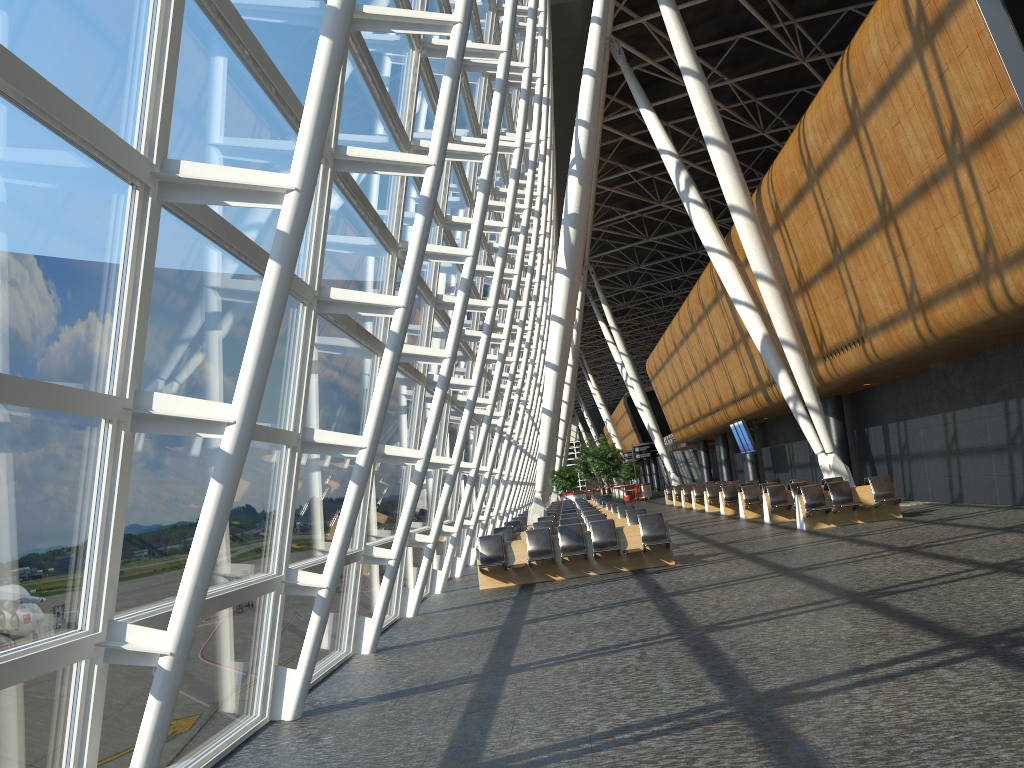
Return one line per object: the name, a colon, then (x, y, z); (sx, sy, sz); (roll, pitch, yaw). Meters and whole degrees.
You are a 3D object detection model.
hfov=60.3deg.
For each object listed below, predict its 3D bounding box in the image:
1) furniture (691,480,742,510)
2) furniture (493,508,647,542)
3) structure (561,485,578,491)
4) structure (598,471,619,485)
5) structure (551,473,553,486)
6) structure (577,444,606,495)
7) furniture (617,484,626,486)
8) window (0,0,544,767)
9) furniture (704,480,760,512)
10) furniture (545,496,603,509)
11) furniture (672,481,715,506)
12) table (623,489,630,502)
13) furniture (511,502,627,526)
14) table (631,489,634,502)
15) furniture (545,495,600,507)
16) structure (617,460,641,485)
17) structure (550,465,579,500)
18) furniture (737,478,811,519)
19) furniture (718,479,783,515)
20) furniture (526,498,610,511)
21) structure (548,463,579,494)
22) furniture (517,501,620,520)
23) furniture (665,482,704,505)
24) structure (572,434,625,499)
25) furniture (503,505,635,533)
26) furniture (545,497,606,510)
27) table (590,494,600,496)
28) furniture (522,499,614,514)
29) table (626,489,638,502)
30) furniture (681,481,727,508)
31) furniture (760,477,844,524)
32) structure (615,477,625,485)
furniture: (7.667, 4.125, 32.789); (1.898, 0.866, 1.668); (-8, -6, 3)
furniture: (1.220, 3.156, 17.919); (3.253, 0.866, 1.668); (-8, -6, 3)
structure: (3.715, 7.114, 60.553); (1.773, 2.843, 1.850); (-6, -3, -39)
structure: (7.593, 7.194, 67.983); (2.289, 3.466, 2.219); (-9, -3, 16)
structure: (3.691, 7.550, 63.878); (1.746, 2.805, 1.822); (-6, -3, -39)
structure: (6.883, 7.322, 72.558); (3.113, 4.520, 5.735); (-9, -5, 25)
furniture: (11.377, 11.105, 93.042); (1.898, 0.866, 1.668); (-8, -6, 3)
window: (3.459, 4.108, 81.685); (3.722, 13.974, 167.099); (-8, -7, 3)
furniture: (7.483, 3.779, 29.795); (1.898, 0.866, 1.668); (-8, -6, 3)
furniture: (2.510, 5.585, 38.878); (3.253, 0.866, 1.668); (-8, -6, 3)
furniture: (8.036, 4.819, 38.777); (1.898, 0.866, 1.668); (-8, -6, 3)
table: (7.384, 7.349, 57.983); (0.803, 0.748, 0.799); (-9, -4, 19)
furniture: (1.588, 3.850, 23.907); (3.253, 0.866, 1.668); (-8, -6, 3)
table: (7.653, 7.013, 55.574); (0.803, 0.748, 0.799); (-9, -4, 19)
furniture: (2.695, 5.931, 41.873); (3.253, 0.866, 1.668); (-8, -6, 3)
structure: (8.594, 6.961, 64.379); (1.723, 2.771, 1.797); (-6, -3, -39)
structure: (3.279, 6.324, 53.424); (1.723, 2.771, 1.797); (-6, -3, -39)
furniture: (7.114, 3.085, 23.806); (1.898, 0.866, 1.668); (-8, -6, 3)
furniture: (7.299, 3.432, 26.800); (1.898, 0.866, 1.668); (-8, -6, 3)
furniture: (2.142, 4.891, 32.890); (3.253, 0.866, 1.668); (-8, -6, 3)
structure: (3.355, 6.579, 56.329); (1.909, 2.960, 1.881); (-7, -3, -23)
furniture: (1.773, 4.197, 26.901); (3.253, 0.866, 1.668); (-8, -6, 3)
furniture: (8.220, 5.166, 41.772); (1.898, 0.866, 1.668); (-8, -6, 3)
structure: (5.473, 5.539, 56.654); (3.089, 4.519, 5.841); (-8, -5, -5)
furniture: (1.404, 3.503, 20.913); (3.253, 0.866, 1.668); (-8, -6, 3)
furniture: (2.326, 5.238, 35.884); (3.253, 0.866, 1.668); (-8, -6, 3)
table: (5.017, 7.130, 53.619); (0.795, 0.748, 0.807); (-6, -5, -26)
furniture: (1.957, 4.544, 29.896); (3.253, 0.866, 1.668); (-8, -6, 3)
table: (7.435, 6.854, 54.055); (0.803, 0.748, 0.799); (-9, -4, 19)
furniture: (7.852, 4.472, 35.783); (1.898, 0.866, 1.668); (-8, -6, 3)
furniture: (6.930, 2.738, 20.812); (1.898, 0.866, 1.668); (-8, -6, 3)
structure: (9.538, 8.011, 74.747); (1.873, 2.987, 1.954); (-6, -3, -39)
